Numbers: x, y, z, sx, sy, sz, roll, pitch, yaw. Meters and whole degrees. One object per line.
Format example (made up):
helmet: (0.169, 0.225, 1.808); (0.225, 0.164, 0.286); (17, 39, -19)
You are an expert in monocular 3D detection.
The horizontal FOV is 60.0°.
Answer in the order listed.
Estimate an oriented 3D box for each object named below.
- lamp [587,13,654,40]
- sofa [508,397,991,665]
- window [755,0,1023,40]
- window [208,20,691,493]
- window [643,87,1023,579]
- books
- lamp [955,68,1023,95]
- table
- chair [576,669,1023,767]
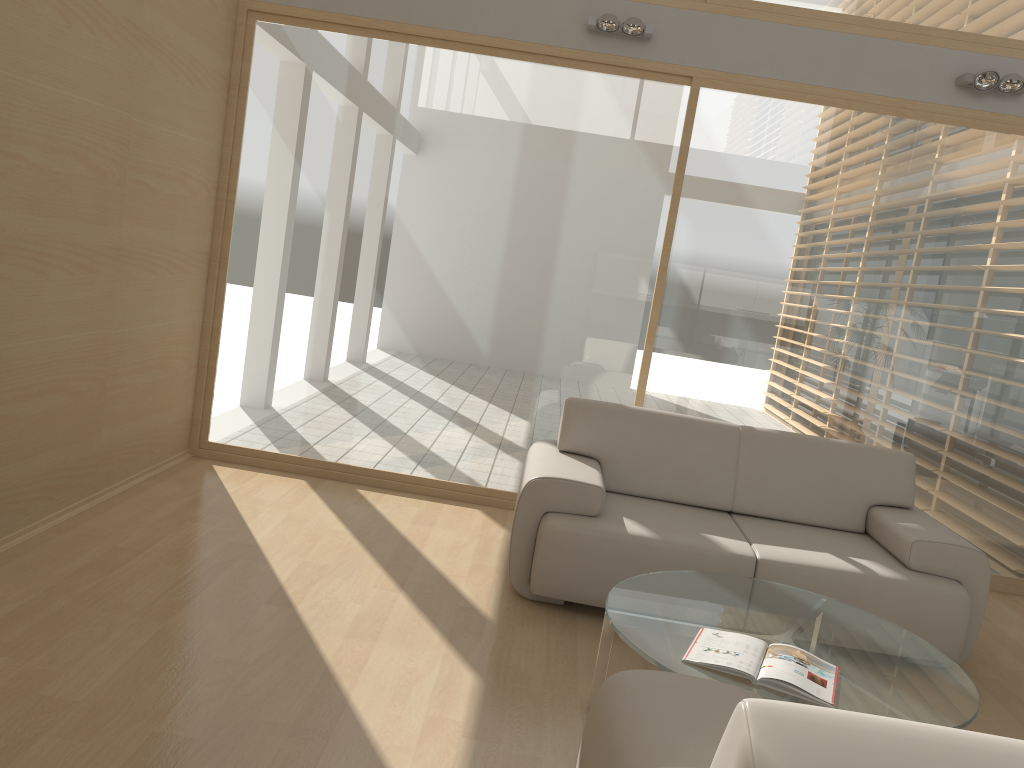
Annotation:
lamp: (0.600, -1.977, 4.894); (0.360, 0.080, 0.182); (9, 8, 2)
sofa: (1.069, 0.644, 4.285); (2.093, 0.846, 1.168); (9, 8, 2)
window: (2.558, -3.040, 4.761); (2.525, 2.200, 0.020); (9, 8, 2)
window: (-0.425, -0.669, 5.244); (2.525, 2.500, 0.020); (9, 8, 2)
window: (2.113, -0.250, 5.138); (2.525, 2.500, 0.020); (9, 8, 2)
books: (0.768, 0.845, 2.710); (0.440, 0.037, 0.297); (12, 8, 22)
lamp: (2.636, -1.638, 4.829); (0.360, 0.110, 0.183); (9, 8, 2)
table: (0.881, 1.031, 3.006); (1.198, 0.370, 1.198); (12, 8, 19)
chair: (0.921, 0.972, 1.678); (1.562, 0.846, 1.165); (9, 8, 2)
